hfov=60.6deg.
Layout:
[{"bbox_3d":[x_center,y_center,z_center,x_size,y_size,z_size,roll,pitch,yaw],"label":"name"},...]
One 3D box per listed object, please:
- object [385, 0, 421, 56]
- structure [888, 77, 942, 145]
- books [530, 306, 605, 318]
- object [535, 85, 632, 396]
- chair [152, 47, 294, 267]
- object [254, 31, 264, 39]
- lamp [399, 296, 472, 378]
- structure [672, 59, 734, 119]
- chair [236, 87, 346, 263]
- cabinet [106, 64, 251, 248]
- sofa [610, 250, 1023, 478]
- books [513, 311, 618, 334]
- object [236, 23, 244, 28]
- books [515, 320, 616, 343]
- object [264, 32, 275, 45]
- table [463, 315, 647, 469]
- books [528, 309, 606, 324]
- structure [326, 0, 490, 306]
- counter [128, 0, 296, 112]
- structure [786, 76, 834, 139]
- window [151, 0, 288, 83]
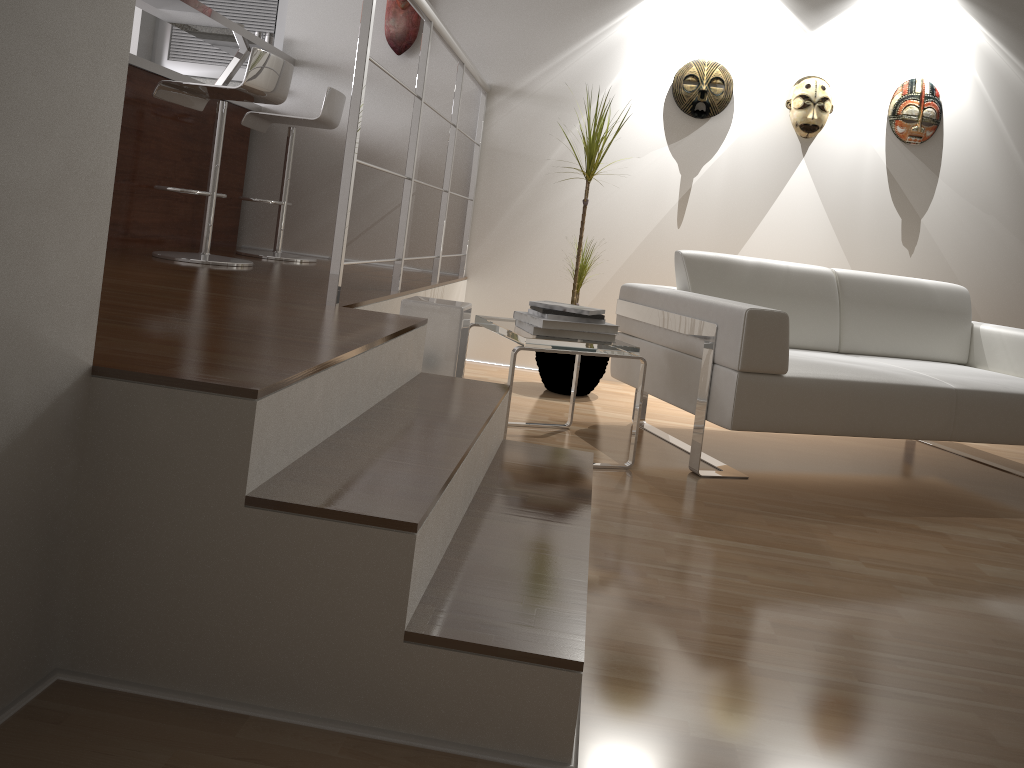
[{"bbox_3d":[-0.567,-2.166,4.729,0.150,0.785,0.153,6,1,-40],"label":"object"},{"bbox_3d":[2.068,-1.397,4.462,0.265,0.353,0.075,8,1,6],"label":"structure"},{"bbox_3d":[0.185,-0.243,2.950,0.215,0.014,0.154,5,10,-14],"label":"books"},{"bbox_3d":[0.318,-0.691,4.139,0.443,1.466,0.501,8,2,18],"label":"object"},{"bbox_3d":[-1.178,-0.915,3.526,0.427,0.843,0.389,8,2,10],"label":"chair"},{"bbox_3d":[-1.385,-1.863,4.776,0.052,0.109,0.053,7,2,-11],"label":"object"},{"bbox_3d":[-0.256,-0.019,2.714,0.199,0.478,0.193,7,2,5],"label":"lamp"},{"bbox_3d":[0.998,-1.545,4.569,0.317,0.314,0.069,8,1,6],"label":"structure"},{"bbox_3d":[-1.096,-1.041,4.317,0.426,0.843,0.389,7,2,1],"label":"chair"},{"bbox_3d":[-1.873,-1.019,3.908,0.634,0.742,1.869,8,8,5],"label":"cabinet"},{"bbox_3d":[1.389,-0.071,3.441,1.773,0.735,0.921,4,7,-19],"label":"sofa"},{"bbox_3d":[0.181,-0.208,2.950,0.286,0.027,0.231,3,11,-25],"label":"books"},{"bbox_3d":[-1.355,-1.754,4.330,0.068,0.045,0.079,13,10,42],"label":"object"},{"bbox_3d":[0.177,-0.181,2.951,0.286,0.027,0.231,5,10,-15],"label":"books"},{"bbox_3d":[-1.327,-1.857,4.776,0.052,0.111,0.053,7,2,-11],"label":"object"},{"bbox_3d":[0.116,0.011,3.041,0.462,0.397,0.560,5,7,-20],"label":"table"},{"bbox_3d":[0.183,-0.229,2.950,0.215,0.014,0.154,3,11,-25],"label":"books"},{"bbox_3d":[-0.327,-0.921,3.584,0.057,1.039,2.350,7,8,5],"label":"structure"},{"bbox_3d":[-1.723,-1.556,4.004,0.840,0.315,2.127,8,10,5],"label":"counter"},{"bbox_3d":[1.536,-1.426,4.487,0.243,0.327,0.130,8,2,6],"label":"structure"},{"bbox_3d":[-1.619,-2.351,5.047,0.845,1.261,0.142,8,1,6],"label":"window"}]
